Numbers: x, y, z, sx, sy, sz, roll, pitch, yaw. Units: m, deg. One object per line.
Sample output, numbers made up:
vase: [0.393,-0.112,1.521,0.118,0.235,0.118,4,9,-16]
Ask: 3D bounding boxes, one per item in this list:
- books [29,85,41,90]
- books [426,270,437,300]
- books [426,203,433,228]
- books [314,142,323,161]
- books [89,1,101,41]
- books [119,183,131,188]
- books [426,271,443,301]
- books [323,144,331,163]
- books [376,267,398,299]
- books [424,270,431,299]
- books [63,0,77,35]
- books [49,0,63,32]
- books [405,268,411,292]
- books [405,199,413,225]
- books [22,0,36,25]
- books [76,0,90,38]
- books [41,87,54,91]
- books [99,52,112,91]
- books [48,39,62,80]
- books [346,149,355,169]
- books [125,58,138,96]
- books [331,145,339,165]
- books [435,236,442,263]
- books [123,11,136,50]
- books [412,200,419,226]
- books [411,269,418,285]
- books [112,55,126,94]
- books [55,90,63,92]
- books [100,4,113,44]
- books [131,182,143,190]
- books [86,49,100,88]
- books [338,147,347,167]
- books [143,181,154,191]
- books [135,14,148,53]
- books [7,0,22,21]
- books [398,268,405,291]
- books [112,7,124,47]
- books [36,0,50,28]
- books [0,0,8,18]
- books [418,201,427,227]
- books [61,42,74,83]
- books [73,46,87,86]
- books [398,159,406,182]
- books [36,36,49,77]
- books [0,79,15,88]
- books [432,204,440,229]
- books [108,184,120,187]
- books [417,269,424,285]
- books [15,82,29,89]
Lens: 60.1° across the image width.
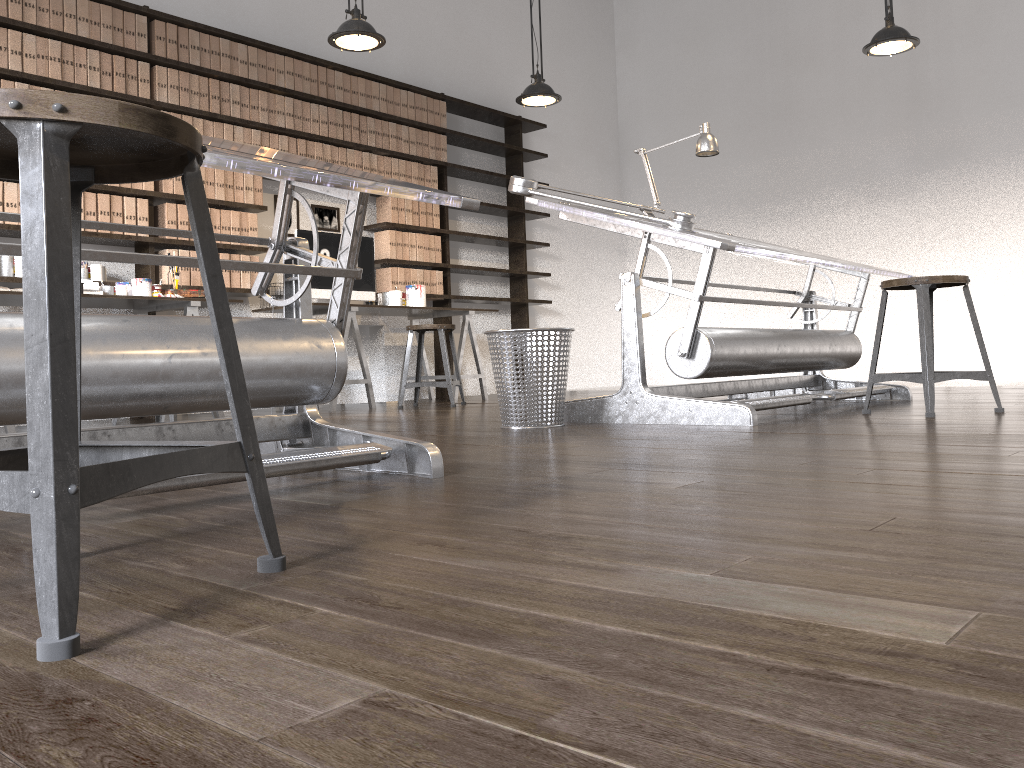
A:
books: [-2.625,-1.490,4.817,0.174,0.226,0.067,-3,-2,41]
books: [-0.679,-0.778,7.001,0.174,0.226,0.067,-3,-2,41]
books: [-0.711,-1.329,7.004,0.174,0.226,0.067,-3,-2,41]
books: [-1.405,-1.567,6.215,0.174,0.226,0.067,-3,-2,41]
books: [-2.432,-2.055,5.079,0.174,0.226,0.067,-3,-2,41]
books: [-2.298,-1.231,5.174,0.174,0.226,0.067,-3,-2,41]
books: [-0.631,-0.780,7.046,0.174,0.226,0.067,-3,-2,41]
books: [-1.360,-1.570,6.272,0.174,0.226,0.067,-3,-2,41]
books: [-0.943,-0.762,6.696,0.174,0.226,0.067,-3,-2,41]
books: [-0.724,-0.775,6.947,0.174,0.226,0.067,-3,-2,41]
books: [-2.519,-2.050,4.975,0.174,0.226,0.067,-3,-2,41]
books: [-2.568,-2.047,4.924,0.174,0.226,0.067,-3,-2,41]
books: [-0.854,-0.767,6.796,0.174,0.226,0.067,-3,-2,41]
books: [-0.852,-1.321,6.835,0.174,0.226,0.067,-3,-2,41]
books: [-2.658,-2.042,4.818,0.174,0.226,0.067,-3,-2,41]
books: [-2.472,-2.053,5.031,0.174,0.226,0.067,-3,-2,41]
books: [-2.583,-1.493,4.863,0.174,0.226,0.067,-3,-2,41]
books: [-2.384,-1.780,5.118,0.174,0.226,0.067,-3,-2,41]
books: [-2.562,-1.769,4.902,0.174,0.226,0.067,-3,-2,41]
books: [-1.220,-1.578,6.434,0.174,0.226,0.067,-3,-2,41]
books: [-2.286,-1.786,5.231,0.174,0.226,0.067,-3,-2,41]
books: [-1.317,-1.572,6.327,0.174,0.226,0.067,-3,-2,41]
books: [-0.647,-1.057,7.056,0.174,0.226,0.067,-3,-2,41]
books: [-2.299,-2.063,5.235,0.174,0.226,0.067,-3,-2,41]
books: [-0.809,-1.324,6.891,0.174,0.226,0.067,-3,-2,41]
books: [-0.812,-0.770,6.843,0.174,0.226,0.067,-3,-2,41]
books: [-2.330,-1.783,5.171,0.174,0.226,0.067,-3,-2,41]
books: [-2.534,-1.495,4.917,0.174,0.226,0.067,-3,-2,41]
books: [-2.385,-2.057,5.127,0.174,0.226,0.067,-3,-2,41]
books: [-2.254,-1.234,5.228,0.174,0.226,0.067,-3,-2,41]
books: [-2.427,-1.777,5.061,0.174,0.226,0.067,-3,-2,41]
books: [-1.270,-1.575,6.379,0.174,0.226,0.067,-3,-2,41]
books: [-2.206,-1.236,5.273,0.174,0.226,0.067,-3,-2,41]
books: [-2.249,-2.065,5.286,0.174,0.226,0.067,-3,-2,41]
books: [-2.703,-2.039,4.761,0.174,0.226,0.067,-3,-2,41]
books: [-0.895,-0.765,6.743,0.174,0.226,0.067,-3,-2,41]
books: [-2.345,-2.060,5.182,0.174,0.226,0.067,-3,-2,41]
books: [-2.615,-2.044,4.873,0.174,0.226,0.067,-3,-2,41]
books: [-2.750,-2.036,4.706,0.174,0.226,0.067,-3,-2,41]
books: [-0.756,-1.327,6.944,0.174,0.226,0.067,-3,-2,41]
books: [-2.523,-1.772,4.957,0.174,0.226,0.067,-3,-2,41]
books: [-2.476,-1.775,5.011,0.174,0.226,0.067,-3,-2,41]
books: [-0.898,-1.596,6.804,0.174,0.226,0.067,-3,-2,41]
books: [-2.610,-1.767,4.855,0.174,0.226,0.067,-3,-2,41]
books: [-2.714,-1.485,4.716,0.174,0.226,0.067,-3,-2,41]
books: [-0.660,-1.332,7.060,0.174,0.226,0.067,-3,-2,41]
books: [-2.341,-1.229,5.119,0.174,0.226,0.067,-3,-2,41]
books: [-0.767,-0.772,6.892,0.174,0.226,0.067,-3,-2,41]
books: [-2.666,-1.488,4.763,0.174,0.226,0.067,-3,-2,41]
